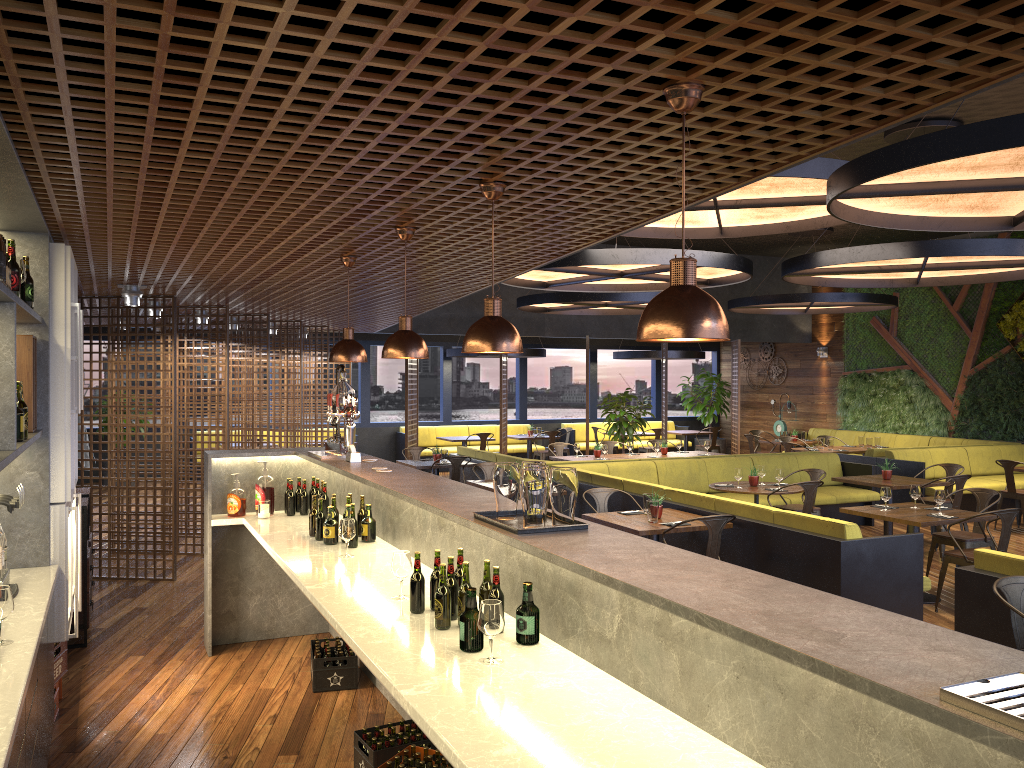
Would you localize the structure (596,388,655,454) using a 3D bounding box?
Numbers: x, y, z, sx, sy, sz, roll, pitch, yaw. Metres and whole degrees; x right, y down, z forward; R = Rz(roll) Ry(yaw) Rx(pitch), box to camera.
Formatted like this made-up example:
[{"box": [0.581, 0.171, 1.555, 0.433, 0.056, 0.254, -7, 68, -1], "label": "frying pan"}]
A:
[{"box": [1.992, 0.947, 15.989, 0.993, 1.763, 1.166, 0, 0, 36], "label": "structure"}]

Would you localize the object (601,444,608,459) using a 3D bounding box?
[{"box": [1.347, 0.982, 12.880, 0.097, 0.206, 0.097, 0, 0, 21], "label": "object"}]

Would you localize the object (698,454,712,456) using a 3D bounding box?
[{"box": [2.928, 1.075, 13.474, 0.157, 0.019, 0.255, 0, 0, -24], "label": "object"}]

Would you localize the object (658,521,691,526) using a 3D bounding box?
[{"box": [1.286, 1.112, 7.076, 0.255, 0.019, 0.157, 0, 0, -25], "label": "object"}]

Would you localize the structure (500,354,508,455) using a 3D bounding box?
[{"box": [-0.148, 0.475, 15.729, 0.050, 2.700, 0.852, 0, 0, 6], "label": "structure"}]

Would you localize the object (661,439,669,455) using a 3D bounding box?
[{"box": [2.323, 0.944, 13.559, 0.238, 0.271, 0.260, 0, 0, -3], "label": "object"}]

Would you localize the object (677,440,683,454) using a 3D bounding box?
[{"box": [2.614, 0.978, 13.827, 0.097, 0.206, 0.097, 0, 0, 21], "label": "object"}]

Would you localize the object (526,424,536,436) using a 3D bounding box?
[{"box": [0.383, 0.912, 17.872, 0.238, 0.271, 0.260, 0, 0, -3], "label": "object"}]

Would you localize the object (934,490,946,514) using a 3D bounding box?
[{"box": [3.706, 1.022, 7.680, 0.097, 0.206, 0.097, 0, 0, -33], "label": "object"}]

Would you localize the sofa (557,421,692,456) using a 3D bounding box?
[{"box": [2.613, 1.342, 20.319, 3.061, 0.914, 0.966, 0, 0, -24], "label": "sofa"}]

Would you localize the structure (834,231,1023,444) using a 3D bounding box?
[{"box": [8.608, -0.444, 14.212, 0.918, 4.593, 9.182, 0, 0, -25], "label": "structure"}]

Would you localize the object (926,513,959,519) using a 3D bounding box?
[{"box": [3.632, 1.117, 7.523, 0.157, 0.019, 0.255, 0, 0, -24], "label": "object"}]

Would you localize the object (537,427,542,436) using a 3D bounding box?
[{"box": [0.547, 0.958, 17.861, 0.102, 0.178, 0.102, 0, 0, -39], "label": "object"}]

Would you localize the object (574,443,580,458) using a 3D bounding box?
[{"box": [0.959, 0.980, 13.076, 0.097, 0.206, 0.097, 0, 0, 21], "label": "object"}]

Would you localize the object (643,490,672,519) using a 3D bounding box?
[{"box": [1.194, 0.983, 7.378, 0.238, 0.271, 0.260, 0, 0, -3], "label": "object"}]

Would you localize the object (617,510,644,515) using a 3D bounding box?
[{"box": [1.052, 1.107, 7.671, 0.255, 0.019, 0.157, 0, 0, -25], "label": "object"}]

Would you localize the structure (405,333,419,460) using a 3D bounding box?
[{"box": [-1.696, 0.476, 15.027, 0.050, 2.700, 0.852, 0, 0, 6], "label": "structure"}]

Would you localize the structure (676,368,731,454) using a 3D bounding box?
[{"box": [4.677, 0.707, 21.073, 1.493, 2.184, 1.272, 0, 0, -24], "label": "structure"}]

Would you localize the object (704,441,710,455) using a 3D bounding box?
[{"box": [3.002, 0.981, 13.631, 0.097, 0.206, 0.097, 0, 0, 21], "label": "object"}]

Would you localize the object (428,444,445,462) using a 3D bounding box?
[{"box": [-1.026, 0.946, 12.300, 0.260, 0.271, 0.238, 0, 0, -23], "label": "object"}]

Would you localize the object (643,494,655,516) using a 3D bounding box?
[{"box": [1.164, 1.028, 7.547, 0.102, 0.178, 0.102, 0, 0, -39], "label": "object"}]

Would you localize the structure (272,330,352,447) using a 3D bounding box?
[{"box": [-3.268, 0.477, 14.480, 1.319, 2.700, 0.050, 0, 0, 6], "label": "structure"}]

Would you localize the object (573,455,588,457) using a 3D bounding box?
[{"box": [1.033, 1.073, 13.235, 0.157, 0.019, 0.255, 0, 0, -24], "label": "object"}]

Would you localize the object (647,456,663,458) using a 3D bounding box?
[{"box": [2.101, 1.076, 13.098, 0.157, 0.019, 0.255, 0, 0, -24], "label": "object"}]

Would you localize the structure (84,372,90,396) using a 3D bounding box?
[{"box": [-7.043, 0.050, 14.467, 0.293, 0.563, 1.220, 0, 0, -24], "label": "structure"}]

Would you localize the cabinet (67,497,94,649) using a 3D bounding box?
[{"box": [-3.334, 1.376, 6.512, 0.473, 1.007, 0.553, 0, 0, -24], "label": "cabinet"}]

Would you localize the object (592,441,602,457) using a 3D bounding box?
[{"box": [1.254, 0.945, 13.074, 0.238, 0.271, 0.260, 0, 0, -3], "label": "object"}]

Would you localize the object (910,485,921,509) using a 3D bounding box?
[{"box": [3.647, 1.019, 8.017, 0.097, 0.206, 0.097, 0, 0, -24], "label": "object"}]

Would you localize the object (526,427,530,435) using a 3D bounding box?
[{"box": [0.345, 0.957, 18.043, 0.102, 0.178, 0.102, 0, 0, -39], "label": "object"}]

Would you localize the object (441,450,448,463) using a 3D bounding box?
[{"box": [-0.929, 0.993, 12.183, 0.102, 0.178, 0.102, 0, 0, -19], "label": "object"}]

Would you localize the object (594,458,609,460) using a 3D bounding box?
[{"box": [1.273, 1.077, 12.723, 0.157, 0.019, 0.255, 0, 0, -24], "label": "object"}]

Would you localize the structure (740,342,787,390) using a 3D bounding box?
[{"box": [5.751, -0.448, 20.626, 0.058, 1.178, 1.791, 0, 0, -24], "label": "structure"}]

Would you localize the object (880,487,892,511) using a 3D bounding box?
[{"box": [3.318, 1.020, 7.876, 0.097, 0.206, 0.097, 0, 0, -33], "label": "object"}]

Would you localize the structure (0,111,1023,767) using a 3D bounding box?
[{"box": [-0.789, 0.555, 3.585, 2.700, 2.700, 9.298, 0, 0, -24], "label": "structure"}]

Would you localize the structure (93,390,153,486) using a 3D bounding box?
[{"box": [-7.001, 0.929, 15.867, 0.993, 1.763, 1.166, 0, 0, 36], "label": "structure"}]

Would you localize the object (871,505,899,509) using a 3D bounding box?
[{"box": [3.392, 1.113, 8.035, 0.157, 0.019, 0.255, 0, 0, -24], "label": "object"}]

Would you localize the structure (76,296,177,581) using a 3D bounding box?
[{"box": [-3.855, 0.515, 8.491, 1.319, 2.700, 0.050, 0, 0, 6], "label": "structure"}]

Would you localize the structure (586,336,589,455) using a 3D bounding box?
[{"box": [1.400, 0.473, 16.432, 0.050, 2.700, 0.852, 0, 0, 6], "label": "structure"}]

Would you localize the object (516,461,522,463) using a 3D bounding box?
[{"box": [0.079, 0.964, 9.863, 0.260, 0.271, 0.238, 0, 0, -23], "label": "object"}]

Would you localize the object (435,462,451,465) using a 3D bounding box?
[{"box": [-0.948, 1.074, 12.001, 0.255, 0.019, 0.157, 0, 0, -25], "label": "object"}]

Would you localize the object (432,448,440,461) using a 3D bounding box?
[{"box": [-1.070, 0.991, 12.472, 0.102, 0.178, 0.102, 0, 0, -9], "label": "object"}]

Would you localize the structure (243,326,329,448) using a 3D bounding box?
[{"box": [-3.385, 0.484, 13.282, 1.319, 2.700, 0.050, 0, 0, 6], "label": "structure"}]

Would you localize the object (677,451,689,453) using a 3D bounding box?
[{"box": [2.688, 1.071, 13.986, 0.157, 0.019, 0.255, 0, 0, -24], "label": "object"}]

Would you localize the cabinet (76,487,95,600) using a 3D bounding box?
[{"box": [-3.621, 1.372, 7.146, 0.473, 1.007, 0.553, 0, 0, -24], "label": "cabinet"}]

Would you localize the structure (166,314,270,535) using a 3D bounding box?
[{"box": [-3.620, 0.500, 10.886, 1.319, 2.700, 0.050, 0, 0, 6], "label": "structure"}]

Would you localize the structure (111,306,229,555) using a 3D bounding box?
[{"box": [-3.737, 0.508, 9.689, 1.319, 2.700, 0.050, 0, 0, 6], "label": "structure"}]

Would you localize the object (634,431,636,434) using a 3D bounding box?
[{"box": [2.569, 0.957, 18.671, 0.102, 0.178, 0.102, 0, 0, -39], "label": "object"}]

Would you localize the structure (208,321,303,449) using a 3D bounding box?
[{"box": [-3.502, 0.492, 12.084, 1.319, 2.700, 0.050, 0, 0, 6], "label": "structure"}]

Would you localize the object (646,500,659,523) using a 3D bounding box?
[{"box": [1.137, 1.031, 7.161, 0.102, 0.178, 0.102, 0, 0, 11], "label": "object"}]

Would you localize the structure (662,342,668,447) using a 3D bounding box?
[{"box": [2.948, 0.472, 17.134, 0.050, 2.700, 0.852, 0, 0, 6], "label": "structure"}]

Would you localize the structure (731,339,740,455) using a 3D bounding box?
[{"box": [4.496, 0.470, 17.836, 0.050, 2.700, 0.852, 0, 0, 6], "label": "structure"}]

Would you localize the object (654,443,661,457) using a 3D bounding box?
[{"box": [2.174, 0.981, 13.256, 0.097, 0.206, 0.097, 0, 0, 21], "label": "object"}]

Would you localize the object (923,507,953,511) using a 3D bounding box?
[{"box": [3.805, 1.114, 7.944, 0.255, 0.019, 0.157, 0, 0, -24], "label": "object"}]

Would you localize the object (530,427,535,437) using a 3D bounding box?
[{"box": [0.401, 0.959, 17.689, 0.102, 0.178, 0.102, 0, 0, -39], "label": "object"}]

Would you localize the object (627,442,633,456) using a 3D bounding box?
[{"box": [1.787, 0.979, 13.452, 0.097, 0.206, 0.097, 0, 0, 21], "label": "object"}]

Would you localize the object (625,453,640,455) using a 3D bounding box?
[{"box": [1.860, 1.072, 13.610, 0.157, 0.019, 0.255, 0, 0, -24], "label": "object"}]

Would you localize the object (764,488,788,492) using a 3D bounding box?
[{"box": [2.753, 1.103, 9.283, 0.157, 0.019, 0.255, 0, 0, -18], "label": "object"}]
